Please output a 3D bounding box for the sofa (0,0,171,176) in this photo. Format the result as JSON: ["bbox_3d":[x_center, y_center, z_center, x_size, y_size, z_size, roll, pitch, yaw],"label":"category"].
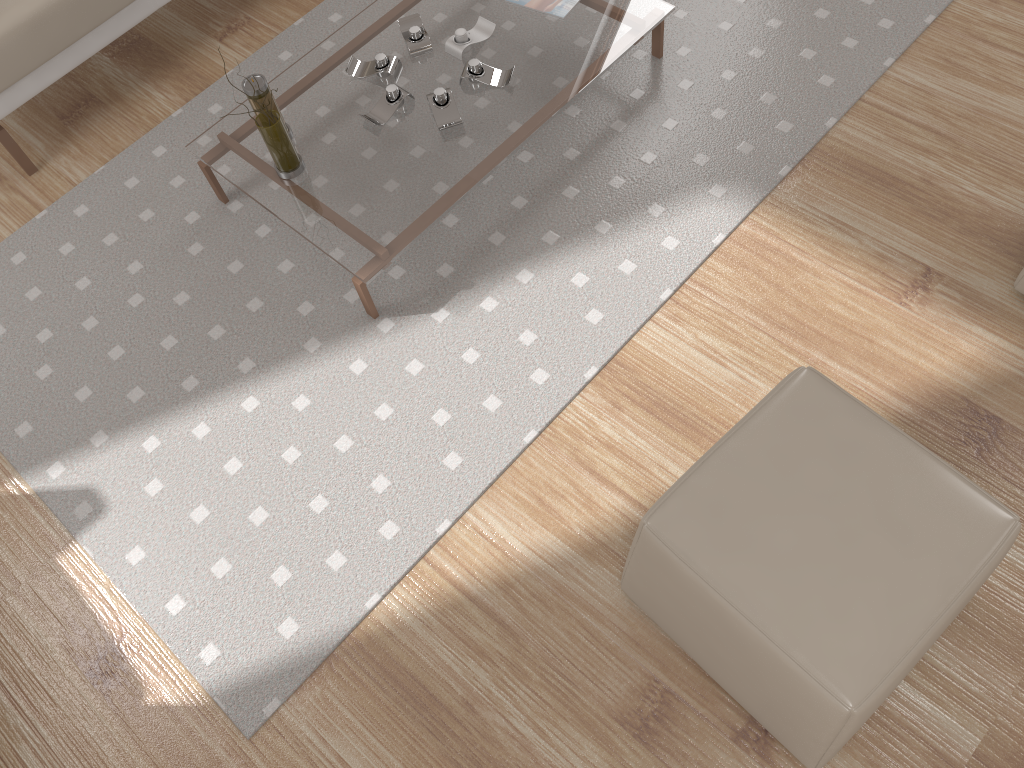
[{"bbox_3d":[-1.164,-1.603,2.771,0.820,0.706,1.880,37,71,24],"label":"sofa"}]

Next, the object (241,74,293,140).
[{"bbox_3d":[-0.624,-0.695,2.258,0.075,0.185,0.075,-17,60,-2],"label":"object"}]

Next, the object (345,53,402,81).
[{"bbox_3d":[-0.379,-0.868,2.403,0.143,0.052,0.064,8,62,12],"label":"object"}]

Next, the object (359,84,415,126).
[{"bbox_3d":[-0.331,-0.737,2.322,0.064,0.052,0.143,37,71,24],"label":"object"}]

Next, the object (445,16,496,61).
[{"bbox_3d":[-0.115,-0.955,2.418,0.064,0.052,0.143,37,71,24],"label":"object"}]

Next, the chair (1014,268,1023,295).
[{"bbox_3d":[1.486,-0.329,1.863,0.506,0.394,0.506,-41,63,-16],"label":"chair"}]

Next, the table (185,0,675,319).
[{"bbox_3d":[-0.204,-0.784,2.472,0.730,0.190,1.173,37,71,24],"label":"table"}]

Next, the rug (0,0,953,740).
[{"bbox_3d":[-0.171,-0.676,2.512,1.600,0.007,2.800,37,71,24],"label":"rug"}]

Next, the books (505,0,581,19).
[{"bbox_3d":[0.137,-1.145,2.519,0.192,0.005,0.280,29,68,21],"label":"books"}]

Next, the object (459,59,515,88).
[{"bbox_3d":[-0.067,-0.825,2.338,0.143,0.051,0.064,8,62,12],"label":"object"}]

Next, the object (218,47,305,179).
[{"bbox_3d":[-0.593,-0.635,2.118,0.123,0.359,0.184,-8,60,3],"label":"object"}]

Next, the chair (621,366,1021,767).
[{"bbox_3d":[0.543,0.313,1.622,0.506,0.394,0.506,-41,63,-15],"label":"chair"}]

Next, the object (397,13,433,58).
[{"bbox_3d":[-0.271,-0.977,2.451,0.064,0.052,0.143,-18,60,-3],"label":"object"}]

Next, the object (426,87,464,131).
[{"bbox_3d":[-0.175,-0.716,2.289,0.064,0.052,0.143,-18,60,-3],"label":"object"}]
